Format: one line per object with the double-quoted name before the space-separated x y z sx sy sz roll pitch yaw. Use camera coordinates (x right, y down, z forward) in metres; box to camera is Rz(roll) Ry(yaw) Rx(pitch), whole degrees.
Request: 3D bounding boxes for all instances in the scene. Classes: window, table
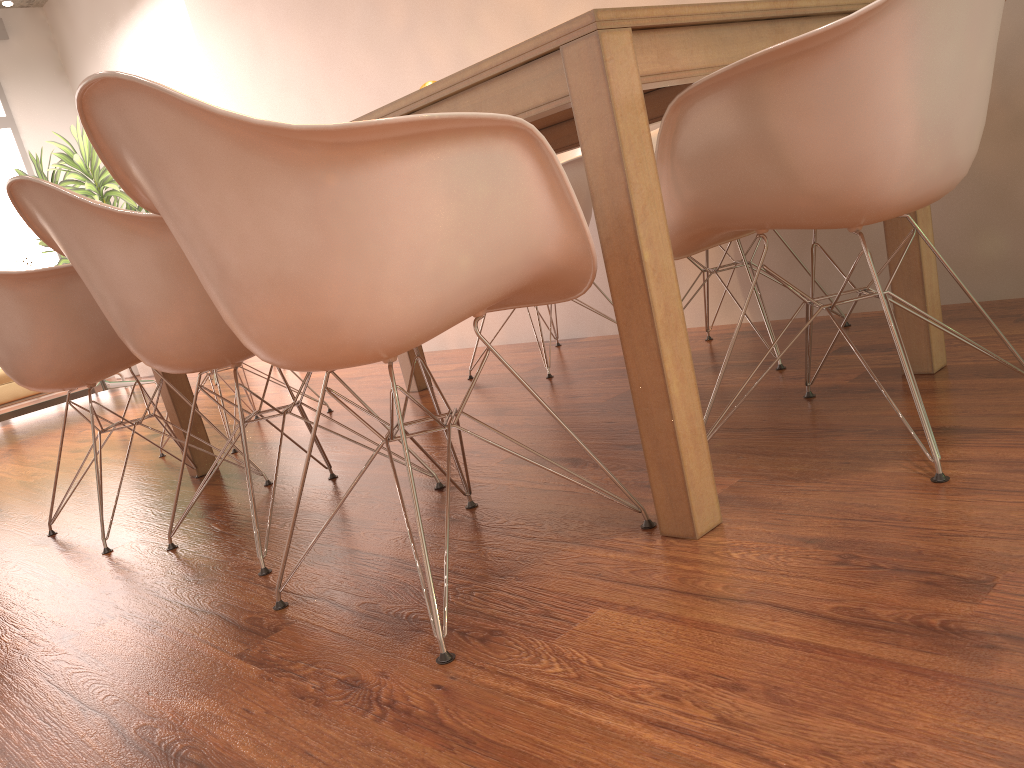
"window" -7.227 -0.456 5.771 8.365 3.355 0.062 -23 18 -39
"table" -3.182 0.000 5.800 1.828 0.572 0.942 -23 15 -39
"table" -0.128 -0.256 2.421 1.002 0.828 2.077 -24 15 -40

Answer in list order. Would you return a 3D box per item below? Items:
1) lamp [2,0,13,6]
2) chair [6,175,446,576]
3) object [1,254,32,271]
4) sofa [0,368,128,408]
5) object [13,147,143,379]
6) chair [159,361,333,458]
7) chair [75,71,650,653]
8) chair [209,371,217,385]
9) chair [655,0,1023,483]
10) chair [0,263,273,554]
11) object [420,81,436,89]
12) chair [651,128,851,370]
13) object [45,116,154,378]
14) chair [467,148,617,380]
"lamp" -3.813 -3.061 6.528 0.134 0.494 0.193 -9 15 16
"chair" -0.641 -0.073 2.004 0.687 0.881 0.626 -1 19 43
"object" -3.238 -0.579 5.677 0.372 0.603 0.290 -1 19 42
"sofa" -4.068 -0.101 6.722 1.760 0.857 0.880 -23 16 -39
"object" -3.670 -1.121 8.007 1.066 2.153 0.958 -20 15 -22
"chair" -1.196 -0.211 3.455 0.647 0.881 0.665 -5 16 33
"chair" -0.229 -0.076 1.443 0.687 0.868 0.626 -1 19 43
"chair" -1.860 -0.513 5.795 0.554 0.921 0.538 -19 15 -20
"chair" 0.630 -0.319 1.616 0.645 0.881 0.666 -1 19 43
"chair" -1.182 -0.027 2.475 0.687 0.881 0.626 -1 19 43
"object" -0.180 -0.659 2.030 0.080 0.073 0.080 -8 14 25
"chair" 0.648 -0.525 2.671 0.688 0.881 0.625 -3 17 38
"object" -3.205 -1.144 7.513 0.951 2.153 1.074 -21 16 -27
"chair" 0.104 -0.521 3.364 0.628 0.881 0.685 -25 18 -39
